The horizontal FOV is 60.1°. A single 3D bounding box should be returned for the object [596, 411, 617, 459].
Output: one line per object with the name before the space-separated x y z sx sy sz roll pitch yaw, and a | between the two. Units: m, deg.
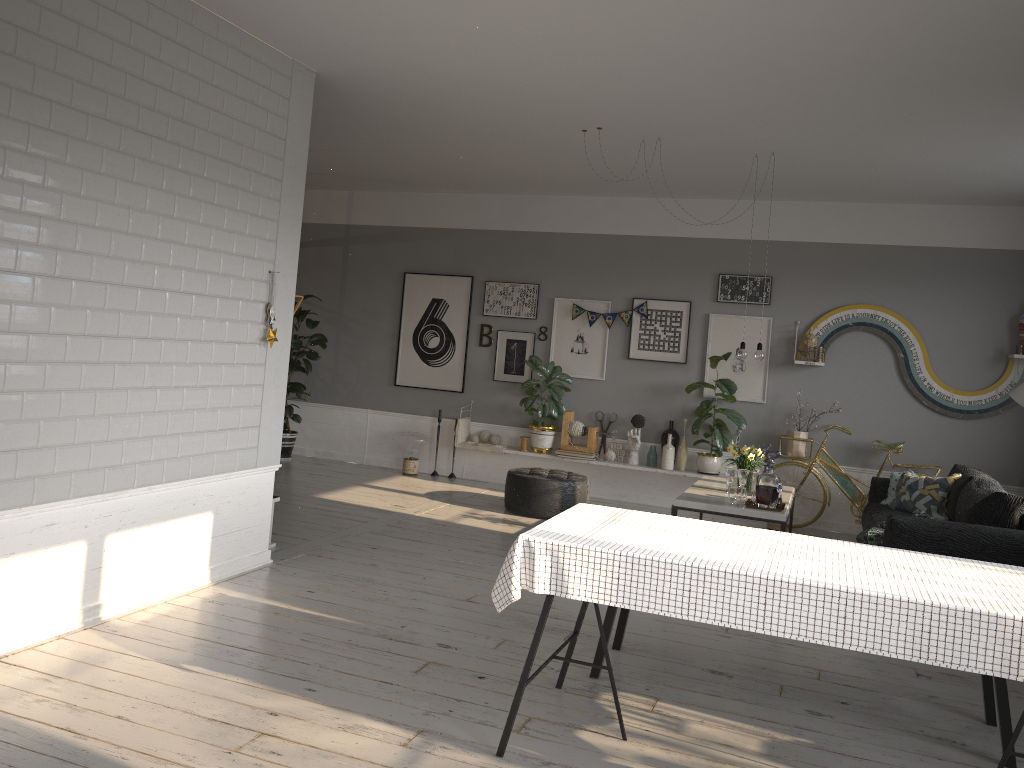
object | 0.919 0.509 8.757 0.222 0.464 0.019 5 -1 20

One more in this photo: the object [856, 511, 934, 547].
object | 2.568 1.034 5.855 0.491 0.329 0.666 5 2 15

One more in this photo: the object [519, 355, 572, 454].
object | 0.325 0.205 8.768 0.510 0.965 0.545 5 0 5

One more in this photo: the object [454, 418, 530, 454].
object | -0.170 0.541 8.996 0.786 0.307 0.328 6 1 21

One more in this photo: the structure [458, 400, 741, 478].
structure | 0.794 0.544 8.676 2.780 0.487 0.307 6 0 20

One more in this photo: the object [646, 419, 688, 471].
object | 1.482 0.558 8.398 0.285 0.489 0.332 5 0 -20

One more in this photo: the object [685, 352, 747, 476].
object | 1.894 0.269 8.230 0.414 1.151 0.568 5 -1 -31

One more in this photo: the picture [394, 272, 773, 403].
picture | -1.679 -0.672 7.646 7.306 1.796 4.033 6 2 20

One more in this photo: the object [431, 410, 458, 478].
object | -0.687 0.618 9.245 0.280 0.702 0.091 5 -1 12

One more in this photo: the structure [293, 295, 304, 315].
structure | -1.553 -0.735 5.560 0.496 0.776 0.185 5 -1 20

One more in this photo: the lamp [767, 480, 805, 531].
lamp | 2.349 1.073 7.813 0.431 0.438 0.433 4 1 -39

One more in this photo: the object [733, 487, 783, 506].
object | 1.667 0.766 6.002 0.279 0.087 0.246 5 2 -2

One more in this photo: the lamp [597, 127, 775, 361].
lamp | 1.210 -0.980 6.320 1.394 1.538 0.074 5 -1 -11

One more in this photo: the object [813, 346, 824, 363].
object | 2.758 -0.265 7.959 0.086 0.140 0.085 5 0 12

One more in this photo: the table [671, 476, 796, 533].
table | 1.626 1.042 6.399 0.733 0.511 1.454 5 2 20

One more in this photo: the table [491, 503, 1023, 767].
table | 0.995 0.993 3.098 2.029 0.785 0.930 6 1 20

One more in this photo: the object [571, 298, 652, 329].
object | 0.946 -0.712 8.817 0.915 0.340 0.057 6 -1 19

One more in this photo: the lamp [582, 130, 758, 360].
lamp | 1.114 -0.993 6.419 1.394 1.538 0.074 5 -1 -11

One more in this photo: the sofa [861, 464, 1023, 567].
sofa | 3.049 1.030 6.324 0.972 0.798 2.337 5 2 19

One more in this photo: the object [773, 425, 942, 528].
object | 3.033 0.868 7.796 1.627 0.971 0.426 5 -1 11

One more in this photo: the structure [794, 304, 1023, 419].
structure | 3.527 -0.213 7.747 2.025 0.957 0.266 6 -1 20

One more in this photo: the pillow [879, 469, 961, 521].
pillow | 3.225 0.839 6.931 0.443 0.362 0.798 5 2 2

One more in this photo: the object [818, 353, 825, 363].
object | 2.805 -0.236 8.024 0.062 0.082 0.062 5 0 -4

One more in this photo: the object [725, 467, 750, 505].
object | 1.500 0.682 5.929 0.168 0.227 0.082 5 -1 31

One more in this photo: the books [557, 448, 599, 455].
books | 0.643 0.661 8.699 0.380 0.017 0.228 6 3 17

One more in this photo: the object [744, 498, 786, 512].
object | 1.681 0.804 5.870 0.247 0.015 0.318 6 3 20

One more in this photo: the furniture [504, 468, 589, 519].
furniture | 0.304 0.945 7.741 0.736 0.357 0.735 5 2 7

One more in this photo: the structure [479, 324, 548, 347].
structure | 0.014 -0.490 9.169 0.740 0.263 0.024 6 -1 20

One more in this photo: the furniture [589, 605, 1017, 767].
furniture | 1.221 1.145 3.845 1.672 0.456 0.465 6 1 20

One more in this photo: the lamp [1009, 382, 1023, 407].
lamp | 3.115 0.650 4.528 1.248 1.704 0.678 5 -1 18

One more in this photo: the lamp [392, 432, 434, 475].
lamp | -1.044 0.722 9.217 0.433 0.438 0.431 5 1 42

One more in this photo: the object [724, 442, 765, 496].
object | 1.683 0.613 6.395 0.325 0.351 0.351 5 1 22

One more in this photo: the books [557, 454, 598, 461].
books | 0.652 0.709 8.687 0.368 0.021 0.296 6 3 14

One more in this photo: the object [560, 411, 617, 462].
object | 0.769 0.514 8.656 0.546 0.440 0.238 5 0 20

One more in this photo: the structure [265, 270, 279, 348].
structure | -1.387 -0.431 5.109 0.078 0.448 0.134 5 -1 8

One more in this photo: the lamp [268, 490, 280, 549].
lamp | -1.693 0.805 5.652 0.287 0.478 0.286 5 0 19

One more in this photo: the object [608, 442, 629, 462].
object | 1.064 0.669 8.658 0.265 0.174 0.078 6 0 26

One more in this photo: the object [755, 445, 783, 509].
object | 1.687 0.605 5.811 0.156 0.417 0.148 4 -1 39

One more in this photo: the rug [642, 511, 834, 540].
rug | 1.534 1.263 6.659 1.773 0.034 2.523 6 3 20

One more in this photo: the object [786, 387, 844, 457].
object | 2.689 0.353 7.924 0.489 0.642 0.252 5 -1 38

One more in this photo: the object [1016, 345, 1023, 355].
object | 4.261 -0.284 7.421 0.060 0.079 0.060 5 0 9

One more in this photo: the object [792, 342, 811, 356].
object | 2.617 -0.290 7.996 0.060 0.166 0.197 6 0 -37

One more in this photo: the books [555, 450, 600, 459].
books | 0.641 0.683 8.687 0.385 0.029 0.259 6 3 21

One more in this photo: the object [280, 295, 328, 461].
object | -2.869 -0.059 8.040 1.013 1.795 3.890 5 2 19

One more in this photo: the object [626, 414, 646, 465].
object | 1.191 0.532 8.520 0.155 0.484 0.136 5 -1 20
